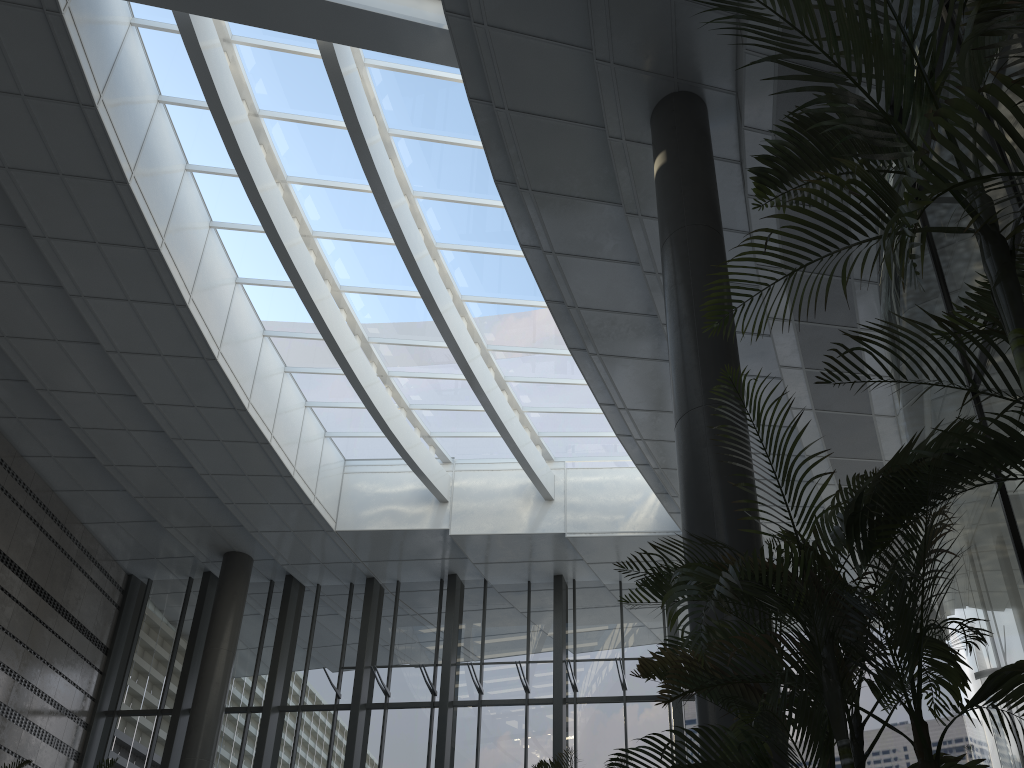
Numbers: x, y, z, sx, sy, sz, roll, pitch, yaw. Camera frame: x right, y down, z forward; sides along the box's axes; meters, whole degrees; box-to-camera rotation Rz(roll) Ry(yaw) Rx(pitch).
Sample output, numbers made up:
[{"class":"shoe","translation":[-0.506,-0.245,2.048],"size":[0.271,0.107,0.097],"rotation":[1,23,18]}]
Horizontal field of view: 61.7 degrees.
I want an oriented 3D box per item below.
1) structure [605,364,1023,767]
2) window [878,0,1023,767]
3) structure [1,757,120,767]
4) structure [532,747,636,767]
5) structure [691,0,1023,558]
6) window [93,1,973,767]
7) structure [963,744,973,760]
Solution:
[{"class":"structure","translation":[1.192,1.729,2.874],"size":[1.670,3.264,2.294],"rotation":[7,-34,-8]},{"class":"window","translation":[4.873,2.003,6.171],"size":[4.215,7.032,17.471],"rotation":[-2,-38,6]},{"class":"structure","translation":[-5.538,5.990,8.876],"size":[2.522,4.078,2.775],"rotation":[-5,-34,10]},{"class":"structure","translation":[0.524,3.862,5.354],"size":[1.429,3.028,1.370],"rotation":[7,-33,-8]},{"class":"structure","translation":[1.575,0.134,1.531],"size":[2.484,4.077,2.825],"rotation":[9,-34,-11]},{"class":"window","translation":[-2.490,0.744,6.072],"size":[13.609,8.849,21.087],"rotation":[-10,-39,15]},{"class":"structure","translation":[5.532,5.275,7.918],"size":[2.484,4.077,2.825],"rotation":[9,-34,-11]}]
